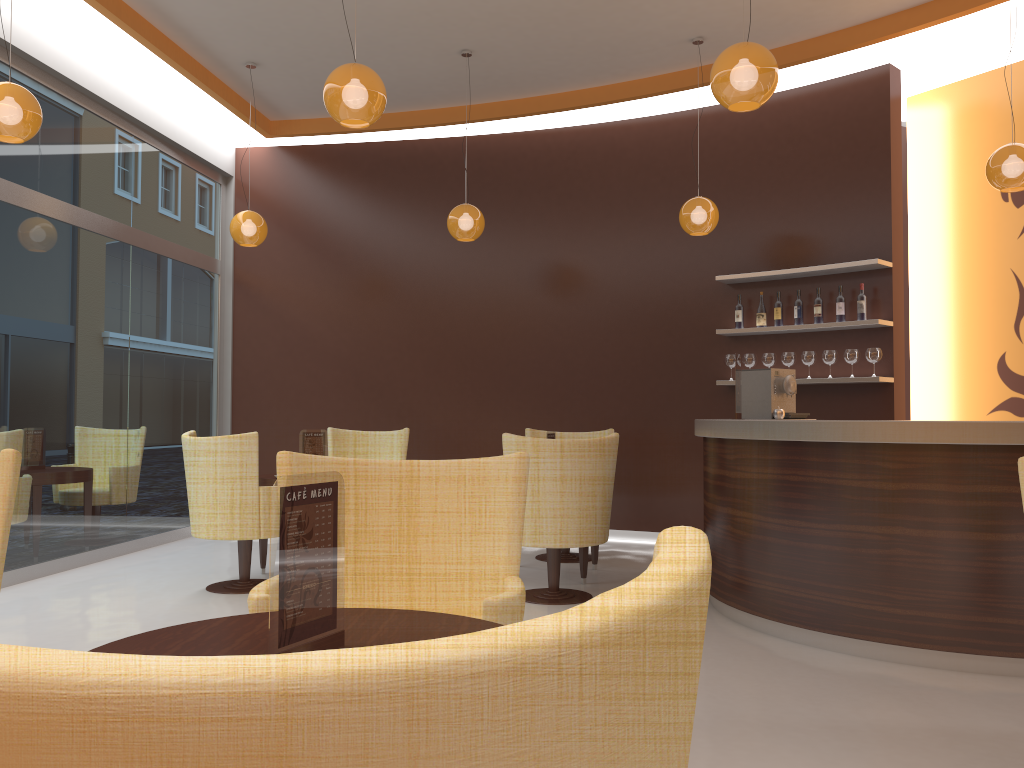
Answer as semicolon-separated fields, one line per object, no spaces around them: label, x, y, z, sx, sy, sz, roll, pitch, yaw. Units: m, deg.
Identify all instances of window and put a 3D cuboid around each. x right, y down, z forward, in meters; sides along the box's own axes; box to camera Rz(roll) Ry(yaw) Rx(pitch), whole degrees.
window;-3.442;-0.469;4.754;0.040;3.380;8.200;0;-2;8

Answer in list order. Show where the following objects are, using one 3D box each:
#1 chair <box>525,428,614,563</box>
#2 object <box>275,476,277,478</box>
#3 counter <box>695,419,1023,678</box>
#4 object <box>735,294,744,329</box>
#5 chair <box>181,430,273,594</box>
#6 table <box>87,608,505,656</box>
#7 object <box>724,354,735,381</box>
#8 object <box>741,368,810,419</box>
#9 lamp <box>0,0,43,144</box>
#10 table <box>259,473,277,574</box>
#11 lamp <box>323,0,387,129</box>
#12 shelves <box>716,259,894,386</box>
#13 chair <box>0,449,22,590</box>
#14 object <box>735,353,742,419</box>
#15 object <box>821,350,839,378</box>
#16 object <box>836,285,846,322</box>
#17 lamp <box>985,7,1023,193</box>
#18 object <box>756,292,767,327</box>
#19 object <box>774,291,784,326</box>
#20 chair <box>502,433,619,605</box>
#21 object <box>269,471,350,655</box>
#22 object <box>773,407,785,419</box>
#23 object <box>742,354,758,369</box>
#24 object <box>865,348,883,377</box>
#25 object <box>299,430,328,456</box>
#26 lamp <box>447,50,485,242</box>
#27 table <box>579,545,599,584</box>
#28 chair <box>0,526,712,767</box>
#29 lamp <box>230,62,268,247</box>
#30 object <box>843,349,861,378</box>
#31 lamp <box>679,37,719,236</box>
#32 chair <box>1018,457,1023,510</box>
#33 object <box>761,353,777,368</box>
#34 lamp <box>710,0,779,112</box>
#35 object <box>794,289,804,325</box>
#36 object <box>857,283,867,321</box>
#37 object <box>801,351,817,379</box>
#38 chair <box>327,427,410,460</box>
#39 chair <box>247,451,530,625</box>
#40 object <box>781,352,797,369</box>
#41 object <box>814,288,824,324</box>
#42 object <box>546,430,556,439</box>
chair;0.430;0.864;7.043;0.729;1.017;0.685;0;-2;15
object;-1.577;0.625;6.214;0.153;0.069;0.153;0;-2;8
counter;2.022;0.744;4.752;1.586;1.100;2.917;2;-3;-37
object;1.884;-0.593;7.341;0.073;0.297;0.073;-1;-2;18
chair;-1.770;0.813;5.757;0.729;1.017;0.685;-2;-3;40
table;-0.358;0.837;1.586;0.874;0.679;0.872;-2;-3;44
object;1.824;-0.132;7.376;0.125;0.221;0.125;-1;-2;33
object;1.802;0.069;6.050;0.270;0.340;0.373;2;-3;-37
lamp;-2.527;-1.978;4.480;0.299;1.500;0.299;1;-2;-18
table;-1.412;1.009;6.480;0.872;0.679;0.874;2;-3;-36
lamp;-0.744;-1.983;4.234;0.299;1.500;0.299;-1;-2;19
shelves;3.230;-0.499;5.620;0.586;0.902;4.744;2;-2;-35
chair;-1.871;0.700;2.600;0.729;1.017;0.685;0;-2;11
object;1.430;0.015;5.602;0.052;0.414;0.258;-1;-2;22
object;2.463;-0.149;6.868;0.125;0.221;0.125;-1;-2;33
object;2.530;-0.610;6.825;0.073;0.297;0.073;0;-2;5
lamp;3.054;-1.932;5.426;0.299;1.500;0.299;-1;-2;26
object;2.042;-0.601;7.248;0.086;0.303;0.086;1;-2;-13
object;2.153;-0.599;7.157;0.073;0.297;0.073;1;-2;-23
chair;0.266;0.806;5.453;0.729;1.017;0.685;1;-2;-14
object;-0.367;0.330;1.605;0.042;0.335;0.209;-1;-2;26
object;1.745;0.192;5.795;0.075;0.077;0.075;1;-2;-23
object;1.954;-0.135;7.284;0.125;0.221;0.125;-1;-2;33
object;2.705;-0.157;6.631;0.125;0.221;0.125;-1;-2;33
object;-1.454;0.502;6.504;0.209;0.335;0.042;1;-2;-17
lamp;-0.362;-1.883;7.006;0.299;1.500;0.299;1;-2;-14
table;0.259;1.005;6.259;0.872;0.679;0.874;2;-3;-36
chair;-0.210;0.639;0.793;0.729;1.017;0.685;1;-2;-24
lamp;-2.145;-1.878;7.252;0.299;1.500;0.299;1;-2;-25
object;2.590;-0.152;6.755;0.125;0.221;0.125;-1;-2;33
lamp;1.422;-1.888;6.761;0.299;1.500;0.299;1;-2;-14
chair;1.599;0.688;2.036;0.729;1.017;0.685;-1;-2;25
object;2.084;-0.138;7.186;0.125;0.221;0.125;-1;-2;33
lamp;1.039;-1.987;3.989;0.299;1.500;0.299;1;-2;-14
object;2.282;-0.602;7.050;0.073;0.297;0.073;-1;-2;18
object;2.649;-0.613;6.710;0.073;0.297;0.073;-1;-2;18
object;2.338;-0.145;6.980;0.125;0.221;0.125;-1;-2;33
chair;-1.228;0.868;7.261;0.729;1.017;0.685;0;-2;11
chair;-0.325;0.696;2.387;0.729;1.017;0.685;0;-2;5
object;2.211;-0.142;7.083;0.125;0.221;0.125;-1;-2;33
object;2.402;-0.606;6.943;0.073;0.297;0.073;-1;-2;18
object;0.276;0.498;6.278;0.042;0.335;0.209;-1;-2;22
